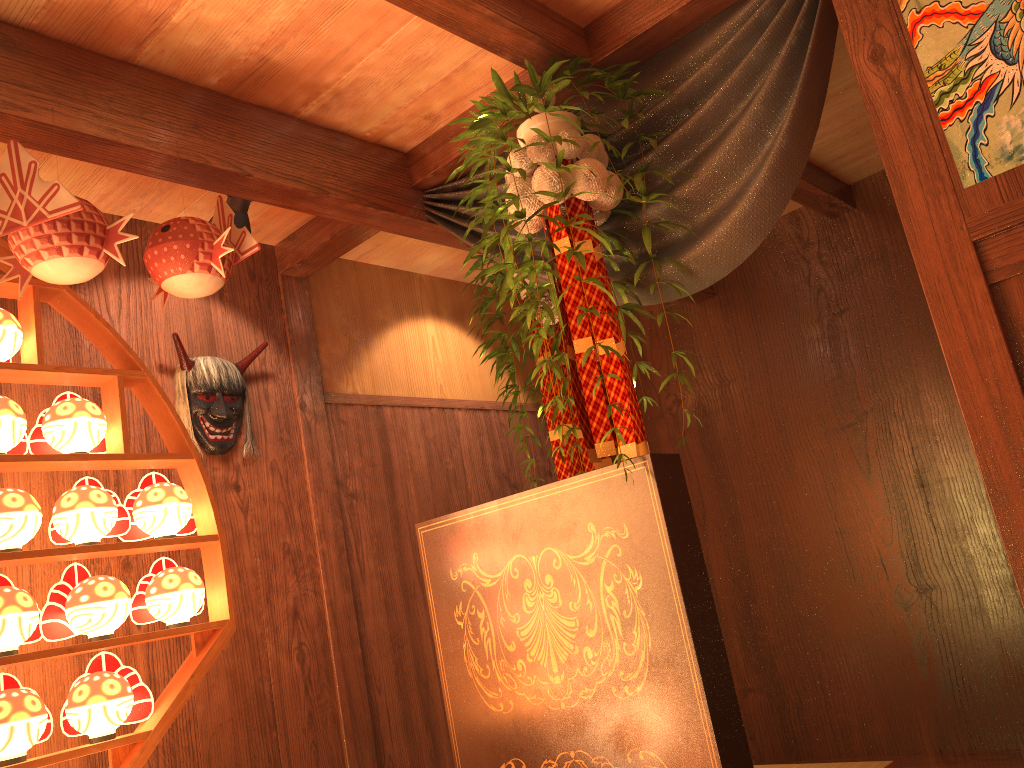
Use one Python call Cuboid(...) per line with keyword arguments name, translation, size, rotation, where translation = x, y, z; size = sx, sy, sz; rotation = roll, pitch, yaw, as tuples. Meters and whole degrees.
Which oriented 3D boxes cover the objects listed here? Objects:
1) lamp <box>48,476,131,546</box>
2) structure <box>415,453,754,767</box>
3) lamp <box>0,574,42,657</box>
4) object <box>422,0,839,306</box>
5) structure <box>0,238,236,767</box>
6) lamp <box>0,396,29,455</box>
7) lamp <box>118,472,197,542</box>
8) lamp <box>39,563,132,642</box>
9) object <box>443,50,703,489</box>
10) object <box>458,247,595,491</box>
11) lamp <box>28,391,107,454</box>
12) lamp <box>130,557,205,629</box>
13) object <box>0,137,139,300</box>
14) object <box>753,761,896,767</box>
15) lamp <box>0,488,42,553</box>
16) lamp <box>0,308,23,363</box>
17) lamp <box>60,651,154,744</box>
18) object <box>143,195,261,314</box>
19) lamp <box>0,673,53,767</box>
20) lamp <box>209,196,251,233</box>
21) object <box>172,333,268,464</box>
Cuboid(name="lamp", translation=(-1.030, 0.301, 2.130), size=(0.185, 0.191, 0.154), rotation=(-6, -14, -21))
Cuboid(name="structure", translation=(0.190, 0.883, 2.240), size=(0.777, 1.246, 0.280), rotation=(-20, -16, 33))
Cuboid(name="lamp", translation=(-1.115, 0.499, 1.933), size=(0.196, 0.194, 0.152), rotation=(0, -17, -40))
Cuboid(name="object", translation=(0.309, -0.571, 2.570), size=(1.454, 0.748, 0.098), rotation=(-23, -17, 37))
Cuboid(name="structure", translation=(-1.420, 0.557, 1.551), size=(0.475, 2.188, 2.029), rotation=(-22, -17, 38))
Cuboid(name="lamp", translation=(-1.196, 0.077, 2.034), size=(0.152, 0.199, 0.207), rotation=(-22, -17, 38))
Cuboid(name="lamp", translation=(-0.900, 0.306, 2.278), size=(0.207, 0.199, 0.152), rotation=(-2, -16, -35))
Cuboid(name="lamp", translation=(-0.974, 0.507, 2.095), size=(0.153, 0.199, 0.205), rotation=(-17, -15, 24))
Cuboid(name="object", translation=(0.195, -0.322, 2.358), size=(0.692, 1.256, 0.586), rotation=(-18, -15, 27))
Cuboid(name="object", translation=(0.100, -0.054, 3.342), size=(0.528, 1.256, 0.764), rotation=(-17, -15, 24))
Cuboid(name="lamp", translation=(-1.075, 0.088, 2.173), size=(0.195, 0.194, 0.152), rotation=(-2, -16, -35))
Cuboid(name="lamp", translation=(-0.850, 0.520, 2.235), size=(0.189, 0.191, 0.152), rotation=(0, -17, -40))
Cuboid(name="object", translation=(-1.048, -0.378, 2.045), size=(0.359, 0.313, 0.245), rotation=(-15, -14, 15))
Cuboid(name="object", translation=(0.575, 1.417, 2.769), size=(0.337, 0.329, 1.250), rotation=(2, -20, -45))
Cuboid(name="lamp", translation=(-1.139, 0.295, 2.002), size=(0.154, 0.186, 0.193), rotation=(-16, -14, 19))
Cuboid(name="lamp", translation=(-1.233, -0.132, 2.090), size=(0.153, 0.199, 0.205), rotation=(-17, -15, 24))
Cuboid(name="lamp", translation=(-0.949, 0.716, 2.028), size=(0.204, 0.199, 0.154), rotation=(-8, -14, -16))
Cuboid(name="object", translation=(-0.839, -0.374, 2.291), size=(0.356, 0.317, 0.235), rotation=(-21, -16, 33))
Cuboid(name="lamp", translation=(-1.071, 0.710, 1.886), size=(0.192, 0.193, 0.152), rotation=(0, -17, -40))
Cuboid(name="lamp", translation=(-0.892, -0.531, 2.794), size=(0.140, 0.176, 0.170), rotation=(-3, -16, -30))
Cuboid(name="object", translation=(-1.010, 0.070, 3.077), size=(0.133, 0.452, 0.376), rotation=(-22, -17, 38))
